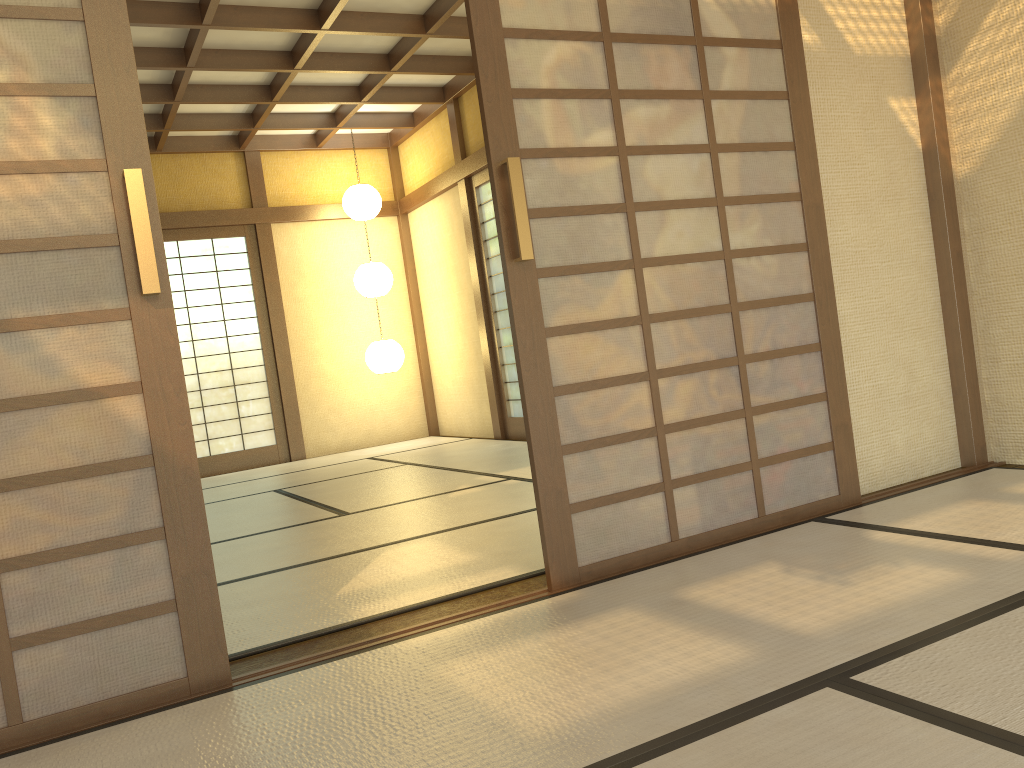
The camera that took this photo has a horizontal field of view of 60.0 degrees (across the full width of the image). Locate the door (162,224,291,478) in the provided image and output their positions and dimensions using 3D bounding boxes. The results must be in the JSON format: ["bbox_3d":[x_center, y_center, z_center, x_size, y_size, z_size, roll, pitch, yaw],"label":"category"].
[{"bbox_3d":[-3.508,-0.167,7.617,2.890,2.230,0.140,-9,2,-27],"label":"door"}]

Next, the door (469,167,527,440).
[{"bbox_3d":[0.472,-0.683,6.250,0.140,2.230,2.890,-9,2,-27],"label":"door"}]

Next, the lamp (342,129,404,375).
[{"bbox_3d":[-1.315,-1.237,8.155,0.363,2.297,0.363,-9,2,-15],"label":"lamp"}]

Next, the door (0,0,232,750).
[{"bbox_3d":[-1.419,-0.275,1.940,1.230,2.265,0.076,-9,2,-27],"label":"door"}]

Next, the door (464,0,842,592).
[{"bbox_3d":[0.486,-0.583,2.922,1.230,2.265,0.076,-9,2,-27],"label":"door"}]
